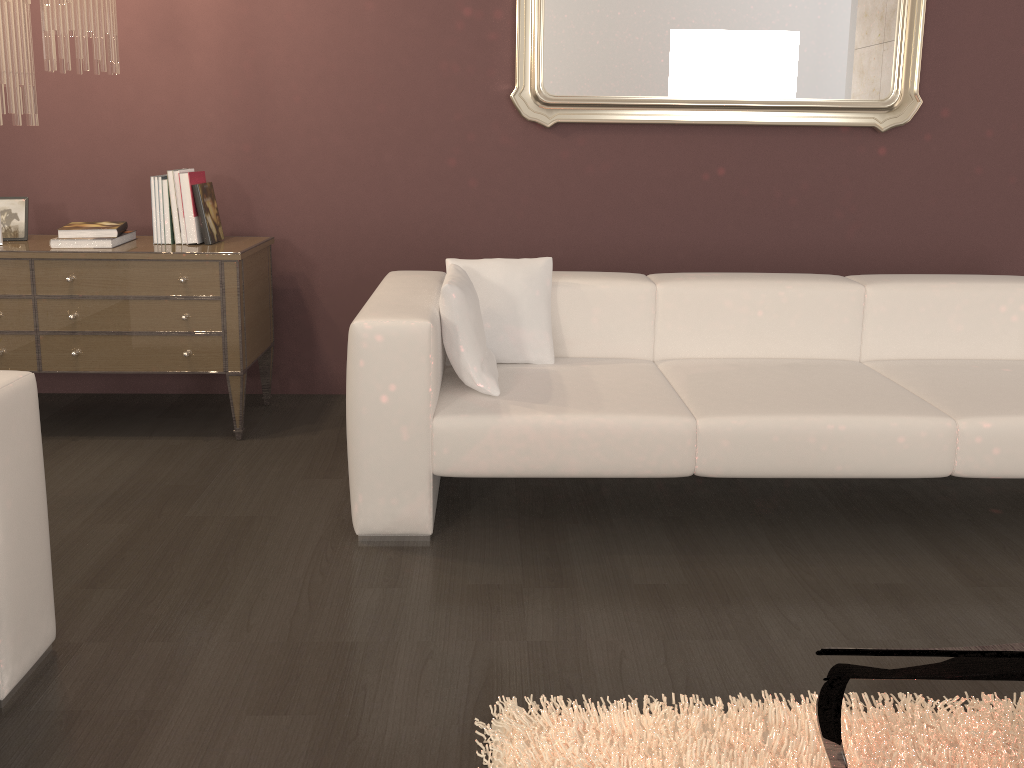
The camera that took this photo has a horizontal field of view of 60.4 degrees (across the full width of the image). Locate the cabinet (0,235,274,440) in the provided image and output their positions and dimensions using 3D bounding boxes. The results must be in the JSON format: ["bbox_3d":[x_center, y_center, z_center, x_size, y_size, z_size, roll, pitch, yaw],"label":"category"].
[{"bbox_3d":[-1.770,-0.201,3.513,1.527,0.716,0.544,0,12,-2],"label":"cabinet"}]

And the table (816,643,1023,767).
[{"bbox_3d":[0.948,0.715,1.101,0.913,0.296,0.927,0,15,-3],"label":"table"}]

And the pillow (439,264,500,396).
[{"bbox_3d":[-0.134,-0.178,2.782,0.186,0.351,0.385,0,13,-3],"label":"pillow"}]

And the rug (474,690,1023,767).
[{"bbox_3d":[0.931,0.861,1.109,1.997,0.066,1.547,0,16,-2],"label":"rug"}]

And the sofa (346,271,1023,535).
[{"bbox_3d":[0.895,0.005,2.975,2.781,0.638,0.966,0,14,-2],"label":"sofa"}]

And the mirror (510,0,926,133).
[{"bbox_3d":[0.885,-1.492,3.737,1.782,0.808,0.048,0,10,-2],"label":"mirror"}]

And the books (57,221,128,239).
[{"bbox_3d":[-1.639,-0.606,3.453,0.211,0.033,0.295,-4,16,-16],"label":"books"}]

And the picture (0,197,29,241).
[{"bbox_3d":[-2.003,-0.657,3.502,0.141,0.168,0.079,-3,11,-16],"label":"picture"}]

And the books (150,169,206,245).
[{"bbox_3d":[-1.311,-0.707,3.498,0.178,0.283,0.209,0,12,-2],"label":"books"}]

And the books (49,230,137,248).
[{"bbox_3d":[-1.629,-0.568,3.444,0.224,0.035,0.315,-1,16,-6],"label":"books"}]

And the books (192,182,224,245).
[{"bbox_3d":[-1.208,-0.681,3.502,0.068,0.232,0.176,0,12,-2],"label":"books"}]

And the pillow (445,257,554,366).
[{"bbox_3d":[-0.042,-0.254,3.050,0.376,0.354,0.173,0,11,-3],"label":"pillow"}]

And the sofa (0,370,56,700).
[{"bbox_3d":[-1.459,0.540,0.980,0.943,0.636,2.077,0,15,-2],"label":"sofa"}]

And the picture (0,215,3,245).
[{"bbox_3d":[-2.007,-0.602,3.333,0.128,0.153,0.051,-7,13,-31],"label":"picture"}]

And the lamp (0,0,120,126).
[{"bbox_3d":[-1.444,-2.202,2.612,0.488,2.778,0.490,7,12,35],"label":"lamp"}]
